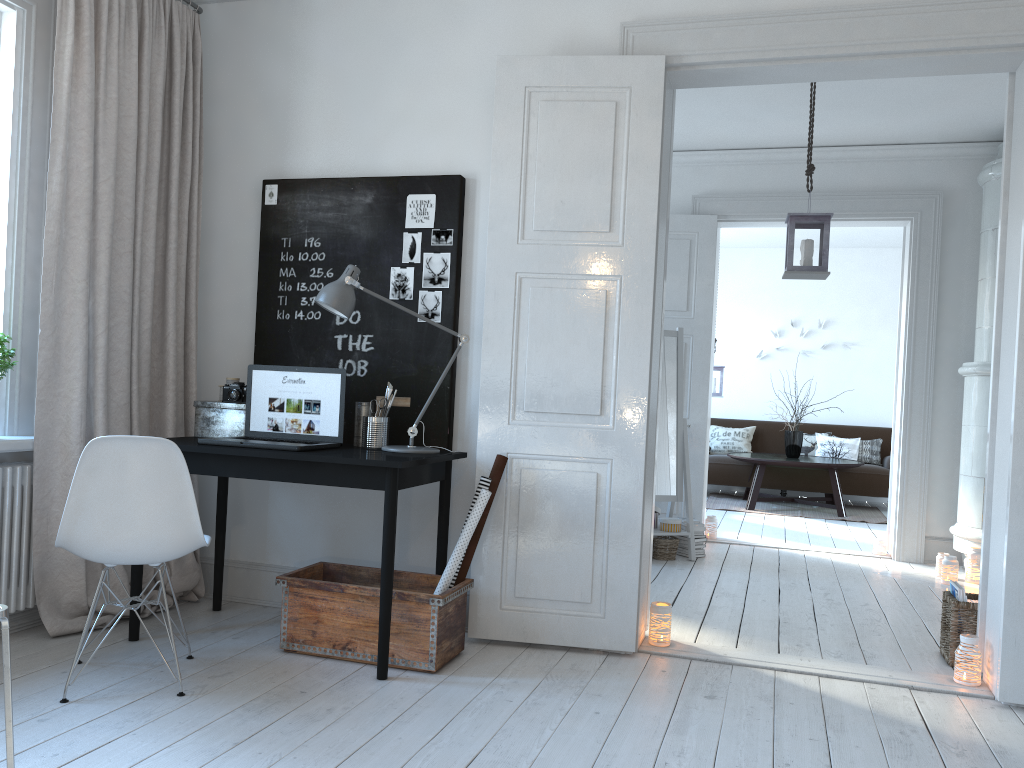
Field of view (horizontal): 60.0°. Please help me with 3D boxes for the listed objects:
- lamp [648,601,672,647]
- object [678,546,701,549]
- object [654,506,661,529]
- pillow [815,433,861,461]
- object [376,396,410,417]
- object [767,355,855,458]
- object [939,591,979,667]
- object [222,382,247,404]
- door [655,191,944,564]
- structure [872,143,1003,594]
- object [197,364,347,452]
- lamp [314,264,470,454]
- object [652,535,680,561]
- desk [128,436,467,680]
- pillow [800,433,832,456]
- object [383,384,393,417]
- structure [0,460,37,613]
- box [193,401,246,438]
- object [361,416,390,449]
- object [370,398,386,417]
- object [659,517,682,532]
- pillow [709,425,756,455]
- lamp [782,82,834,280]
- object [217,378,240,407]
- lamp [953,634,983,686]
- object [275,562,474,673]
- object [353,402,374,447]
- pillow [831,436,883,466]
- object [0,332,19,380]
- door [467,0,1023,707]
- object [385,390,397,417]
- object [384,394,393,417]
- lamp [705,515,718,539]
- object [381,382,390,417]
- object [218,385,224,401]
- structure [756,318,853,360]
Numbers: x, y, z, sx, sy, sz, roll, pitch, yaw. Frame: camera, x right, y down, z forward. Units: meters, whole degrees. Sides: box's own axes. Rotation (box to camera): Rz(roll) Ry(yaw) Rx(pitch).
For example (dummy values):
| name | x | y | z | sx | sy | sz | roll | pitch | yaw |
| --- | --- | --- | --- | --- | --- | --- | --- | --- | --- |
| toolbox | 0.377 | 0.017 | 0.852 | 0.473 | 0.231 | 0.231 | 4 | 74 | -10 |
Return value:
| name | x | y | z | sx | sy | sz | roll | pitch | yaw |
| --- | --- | --- | --- | --- | --- | --- | --- | --- | --- |
| lamp | 0.607 | 0.982 | 3.628 | 0.089 | 0.166 | 0.089 | 3 | 0 | 9 |
| object | 1.152 | 1.066 | 5.836 | 0.111 | 0.014 | 0.156 | 3 | -1 | -30 |
| object | 0.866 | 0.855 | 5.829 | 0.207 | 0.159 | 0.241 | 3 | 0 | 24 |
| pillow | 3.454 | 0.686 | 9.430 | 0.470 | 0.309 | 0.188 | 3 | 0 | 17 |
| object | -0.489 | 0.156 | 3.614 | 0.138 | 0.209 | 0.034 | 3 | 0 | -3 |
| object | 2.917 | 0.208 | 8.712 | 0.846 | 1.066 | 0.525 | 3 | 0 | -12 |
| object | 1.919 | 1.010 | 3.625 | 0.270 | 0.265 | 0.224 | 3 | 0 | 17 |
| object | -1.139 | 0.035 | 3.643 | 0.137 | 0.087 | 0.073 | 3 | 0 | 17 |
| door | 2.073 | -0.075 | 6.330 | 2.598 | 2.505 | 0.577 | 3 | 0 | 17 |
| structure | 3.051 | -0.115 | 5.468 | 1.248 | 2.828 | 0.800 | 3 | 0 | -28 |
| object | -0.915 | 0.084 | 3.401 | 0.445 | 0.315 | 0.325 | 3 | 0 | 17 |
| lamp | -0.472 | -0.093 | 3.485 | 0.617 | 0.716 | 0.230 | 3 | 0 | -12 |
| object | 0.957 | 1.048 | 5.717 | 0.185 | 0.140 | 0.295 | 3 | 0 | -11 |
| desk | -0.849 | 0.623 | 3.467 | 1.159 | 0.759 | 0.651 | 3 | 0 | 17 |
| pillow | 3.196 | 0.684 | 9.587 | 0.473 | 0.347 | 0.158 | 3 | 0 | 15 |
| object | -0.518 | 0.127 | 3.583 | 0.062 | 0.264 | 0.012 | 3 | 1 | -31 |
| structure | -2.053 | 0.557 | 2.838 | 0.195 | 0.547 | 1.506 | 3 | 0 | 17 |
| box | -1.176 | 0.154 | 3.749 | 0.317 | 0.152 | 0.193 | 3 | 0 | 17 |
| object | -0.550 | 0.196 | 3.577 | 0.108 | 0.128 | 0.108 | 3 | 0 | 32 |
| object | -0.556 | 0.156 | 3.590 | 0.081 | 0.198 | 0.050 | 3 | 1 | 42 |
| object | 1.015 | 0.902 | 5.683 | 0.142 | 0.074 | 0.142 | 3 | 0 | 1 |
| pillow | 2.437 | 0.637 | 9.857 | 0.519 | 0.367 | 0.239 | 3 | 0 | 16 |
| lamp | 1.612 | -1.454 | 4.732 | 0.228 | 1.762 | 0.228 | 3 | 0 | 14 |
| object | -1.210 | 0.038 | 3.735 | 0.056 | 0.130 | 0.167 | 3 | 0 | 15 |
| lamp | 1.703 | 1.030 | 3.309 | 0.093 | 0.180 | 0.093 | 3 | 0 | 0 |
| object | -0.520 | 0.876 | 3.366 | 0.664 | 0.282 | 0.339 | 3 | 0 | 17 |
| object | -0.614 | 0.169 | 3.671 | 0.079 | 0.188 | 0.079 | 3 | 0 | -4 |
| pillow | 3.678 | 0.710 | 9.479 | 0.542 | 0.288 | 0.183 | 3 | 0 | 18 |
| object | -1.930 | -0.010 | 3.142 | 0.309 | 0.407 | 0.271 | 3 | 0 | -23 |
| door | 1.203 | -0.147 | 3.442 | 2.598 | 2.505 | 0.577 | 3 | 0 | 17 |
| object | -0.509 | 0.140 | 3.565 | 0.084 | 0.240 | 0.009 | 3 | 0 | -6 |
| object | -0.519 | 0.149 | 3.573 | 0.082 | 0.222 | 0.009 | 3 | 1 | -44 |
| lamp | 1.467 | 1.054 | 6.529 | 0.089 | 0.166 | 0.089 | 3 | 0 | 16 |
| object | -0.522 | 0.124 | 3.584 | 0.008 | 0.267 | 0.060 | 3 | 1 | 33 |
| object | -1.244 | 0.041 | 3.814 | 0.040 | 0.069 | 0.040 | 3 | 0 | 5 |
| structure | 3.292 | -0.496 | 9.978 | 1.025 | 0.478 | 0.085 | 3 | 0 | 17 |
